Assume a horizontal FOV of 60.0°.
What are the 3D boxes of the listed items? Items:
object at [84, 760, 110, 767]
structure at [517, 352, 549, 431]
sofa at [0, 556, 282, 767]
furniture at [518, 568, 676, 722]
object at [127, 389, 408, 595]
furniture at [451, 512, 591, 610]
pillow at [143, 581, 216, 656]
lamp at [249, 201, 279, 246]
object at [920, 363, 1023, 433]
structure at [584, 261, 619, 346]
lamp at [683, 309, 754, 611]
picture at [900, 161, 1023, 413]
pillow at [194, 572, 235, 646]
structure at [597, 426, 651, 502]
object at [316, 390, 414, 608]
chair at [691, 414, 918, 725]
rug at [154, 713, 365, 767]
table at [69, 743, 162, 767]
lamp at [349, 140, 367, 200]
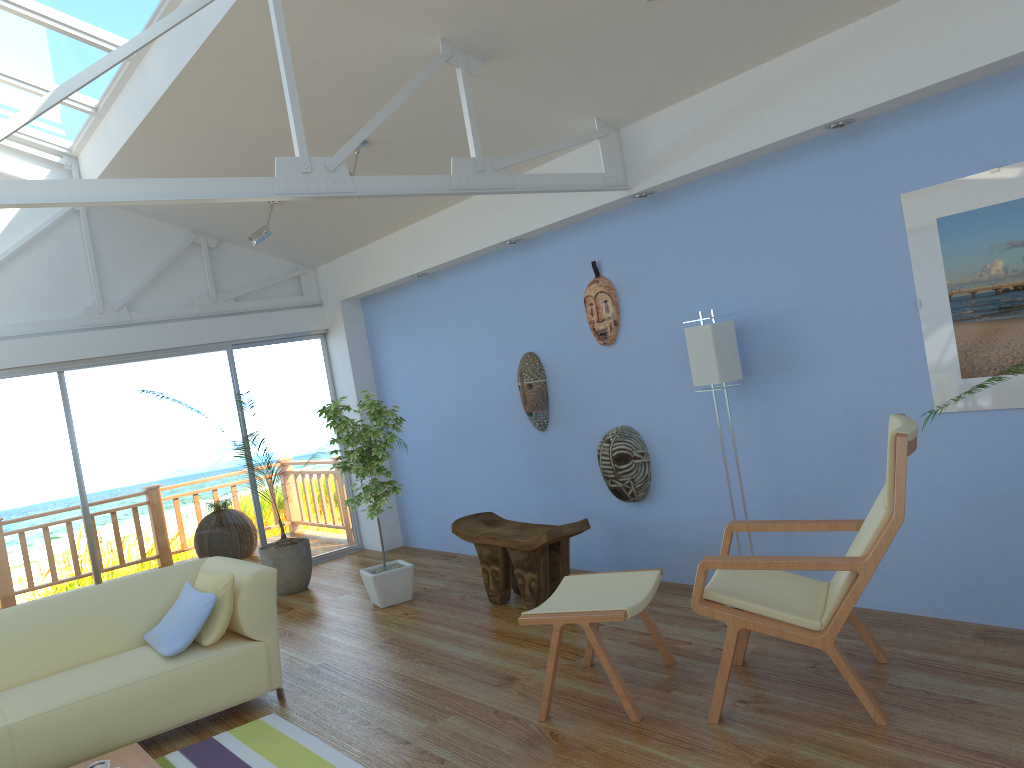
[{"bbox_3d":[-1.471,1.363,3.166,0.062,0.077,0.086,-9,1,24],"label":"object"},{"bbox_3d":[0.119,0.061,5.918,0.115,0.541,0.254,-11,2,-36],"label":"structure"},{"bbox_3d":[-2.308,1.383,3.950,2.448,0.597,0.950,-11,2,-36],"label":"sofa"},{"bbox_3d":[0.377,1.076,3.722,0.449,0.427,0.619,-9,1,24],"label":"furniture"},{"bbox_3d":[-1.708,0.720,6.678,1.563,1.695,1.706,-8,2,45],"label":"object"},{"bbox_3d":[0.058,1.052,5.297,0.329,0.507,1.100,-11,2,-36],"label":"furniture"},{"bbox_3d":[-1.626,1.140,4.305,0.272,0.244,0.566,-11,2,-34],"label":"pillow"},{"bbox_3d":[-1.784,-1.167,6.384,0.254,0.327,0.118,-10,1,-19],"label":"lamp"},{"bbox_3d":[1.908,0.218,1.658,1.563,1.695,1.706,-10,1,-15],"label":"object"},{"bbox_3d":[0.519,-0.479,5.290,0.063,0.508,0.264,-11,2,-36],"label":"structure"},{"bbox_3d":[1.110,0.377,4.495,0.200,1.520,0.200,-11,2,-36],"label":"lamp"},{"bbox_3d":[2.137,-0.397,3.186,0.005,0.937,1.419,-11,2,-36],"label":"picture"},{"bbox_3d":[-1.526,1.084,4.369,0.201,0.311,0.559,-11,2,-36],"label":"pillow"},{"bbox_3d":[0.633,0.494,5.280,0.185,0.466,0.359,-11,2,-36],"label":"structure"},{"bbox_3d":[-0.896,0.746,5.822,0.495,1.409,0.699,-10,1,7],"label":"object"},{"bbox_3d":[1.144,0.672,3.354,0.859,0.982,0.632,-9,1,24],"label":"chair"},{"bbox_3d":[-1.523,1.632,2.920,2.100,0.018,1.400,-11,2,-36],"label":"rug"},{"bbox_3d":[-1.531,1.524,2.907,0.800,0.198,0.800,-11,2,-36],"label":"table"},{"bbox_3d":[-0.935,-1.274,5.269,0.195,0.351,0.127,-10,1,-19],"label":"lamp"}]
